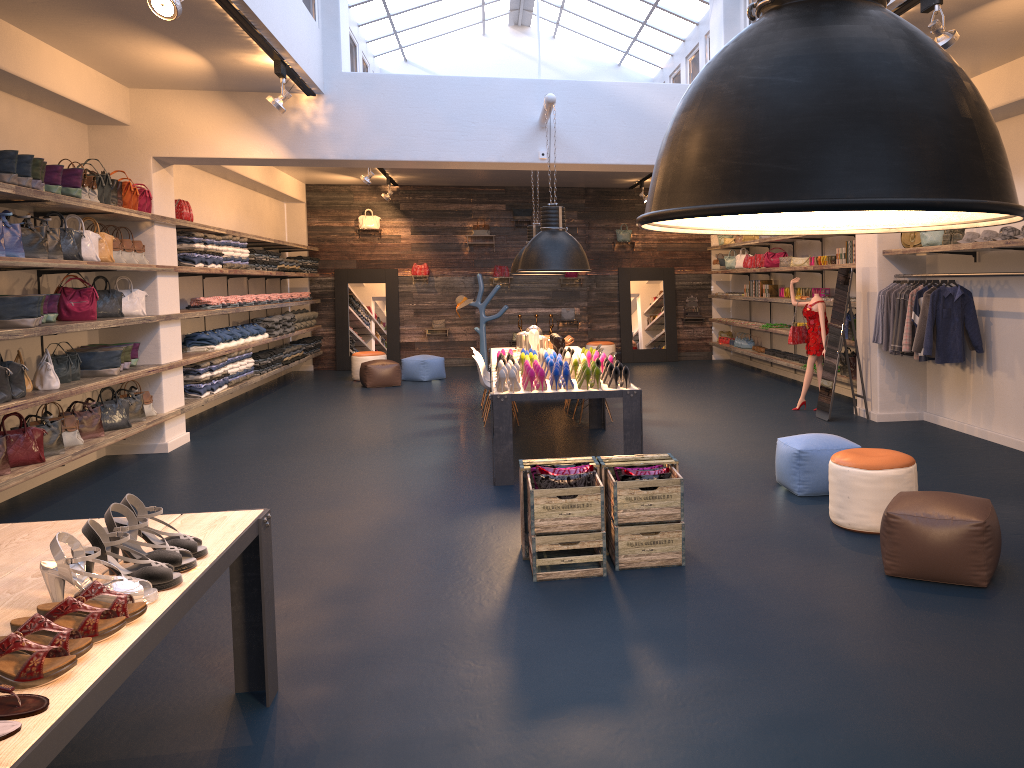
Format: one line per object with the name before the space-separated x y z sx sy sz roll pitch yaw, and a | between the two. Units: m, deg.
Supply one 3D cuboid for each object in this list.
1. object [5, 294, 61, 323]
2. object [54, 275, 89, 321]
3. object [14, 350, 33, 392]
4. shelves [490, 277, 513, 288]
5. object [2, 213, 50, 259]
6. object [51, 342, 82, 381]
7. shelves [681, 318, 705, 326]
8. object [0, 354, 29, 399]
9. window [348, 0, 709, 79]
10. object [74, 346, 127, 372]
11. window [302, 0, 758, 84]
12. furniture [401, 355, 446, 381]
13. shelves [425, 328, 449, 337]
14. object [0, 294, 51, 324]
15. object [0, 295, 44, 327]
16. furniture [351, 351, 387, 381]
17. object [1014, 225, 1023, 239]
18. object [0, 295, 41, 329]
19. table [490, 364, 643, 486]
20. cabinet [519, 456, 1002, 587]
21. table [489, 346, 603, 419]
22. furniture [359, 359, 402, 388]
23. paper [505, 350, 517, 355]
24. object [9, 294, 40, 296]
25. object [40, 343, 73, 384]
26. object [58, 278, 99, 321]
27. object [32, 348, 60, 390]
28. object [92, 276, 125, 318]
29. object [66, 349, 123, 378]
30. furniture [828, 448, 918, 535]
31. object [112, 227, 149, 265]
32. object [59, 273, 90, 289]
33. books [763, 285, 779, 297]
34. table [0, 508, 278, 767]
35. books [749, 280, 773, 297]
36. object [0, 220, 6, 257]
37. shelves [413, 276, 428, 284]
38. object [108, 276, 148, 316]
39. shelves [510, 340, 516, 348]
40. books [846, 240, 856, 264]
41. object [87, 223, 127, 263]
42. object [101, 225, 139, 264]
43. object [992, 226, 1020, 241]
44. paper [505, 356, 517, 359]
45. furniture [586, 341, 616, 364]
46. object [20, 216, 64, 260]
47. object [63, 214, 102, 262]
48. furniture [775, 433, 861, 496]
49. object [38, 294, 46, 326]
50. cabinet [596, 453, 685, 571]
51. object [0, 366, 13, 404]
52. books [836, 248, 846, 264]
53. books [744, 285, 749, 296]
object | -3.775 -0.585 6.790 0.446 0.235 0.166 -3 5 -25
object | -3.674 -0.722 7.271 0.218 0.383 0.263 0 4 17
object | -3.644 -0.096 6.395 0.168 0.308 0.313 -4 6 -37
shelves | -0.207 -1.990 16.985 0.464 0.210 0.239 -2 5 -9
object | -3.510 -1.056 6.207 0.409 0.337 0.199 -5 6 -40
object | -3.615 -0.178 7.031 0.100 0.328 0.256 2 5 41
shelves | 3.707 -1.274 17.772 0.464 0.157 0.239 -2 6 -9
object | -3.557 -0.086 5.952 0.445 0.384 0.184 -2 4 -15
window | 0.382 -4.287 4.708 4.411 0.834 18.457 -1 7 -2
object | -3.655 -0.209 7.703 0.450 0.235 0.165 -4 5 -32
window | 0.324 -3.753 8.243 4.574 0.649 11.130 -1 7 -3
furniture | -1.508 -0.286 14.769 0.601 0.421 0.699 3 7 33
shelves | -1.446 -1.000 16.796 0.464 0.143 0.239 -2 6 -9
object | -3.750 -0.562 6.591 0.450 0.235 0.165 -4 5 -31
object | -3.547 -0.512 6.122 0.451 0.231 0.164 -5 6 -33
furniture | -2.431 -0.310 14.800 0.590 0.478 0.573 -1 5 -3
object | 4.484 -1.320 7.533 0.237 0.135 0.177 1 5 13
object | -3.484 -0.495 5.974 0.446 0.231 0.167 -3 5 -25
table | 0.429 0.289 8.320 1.262 0.737 2.496 -1 6 -3
cabinet | 1.367 0.766 4.994 2.764 0.546 0.757 0 5 5
table | 0.358 -0.002 10.821 1.262 0.737 2.496 -1 6 -3
furniture | -2.110 -0.184 13.941 0.690 0.421 0.610 -3 6 -22
paper | 0.036 -0.411 11.124 0.331 0.014 0.730 0 7 6
object | -3.735 -0.541 6.415 0.447 0.235 0.166 -4 5 -27
object | -3.607 -0.159 6.871 0.100 0.328 0.256 2 5 41
object | -3.587 -0.698 7.164 0.208 0.360 0.260 0 4 20
object | -3.530 -0.116 6.563 0.168 0.308 0.313 -4 6 -37
object | -3.708 -0.786 7.846 0.180 0.384 0.456 1 5 30
object | -3.539 -0.174 7.370 0.446 0.231 0.166 -4 5 -26
furniture | 2.407 0.696 5.792 0.590 0.478 0.573 -1 5 -3
object | -3.644 -1.298 8.173 0.165 0.365 0.414 2 6 36
object | -3.724 -0.749 7.403 0.319 0.409 0.125 -4 4 -36
books | 4.385 -1.579 14.732 0.186 0.212 0.324 -1 6 -4
table | -1.543 1.027 2.140 1.262 0.737 2.496 -1 6 -3
books | 4.359 -1.675 15.211 0.244 0.287 0.627 -1 6 -4
object | -3.527 -0.982 5.710 0.177 0.304 0.398 1 5 26
shelves | -1.753 -2.004 16.689 0.312 0.157 0.240 -1 6 -7
object | -3.645 -0.824 8.165 0.178 0.384 0.461 2 6 39
shelves | 0.184 -0.778 17.116 0.464 0.157 0.239 -2 6 -9
books | 4.389 -1.646 10.801 0.244 0.287 0.627 -1 6 -4
object | -3.629 -1.237 7.650 0.165 0.365 0.414 2 6 36
object | -3.637 -1.269 7.924 0.165 0.365 0.414 2 6 36
object | 4.475 -1.357 7.853 0.237 0.135 0.177 1 5 13
paper | 0.142 -0.328 10.407 0.309 0.014 0.782 4 8 35
furniture | 1.713 -0.577 16.767 0.590 0.478 0.573 -1 5 -3
object | -3.512 -1.085 6.452 0.200 0.337 0.406 2 6 36
object | -3.546 -1.182 7.037 0.179 0.384 0.458 1 5 33
furniture | 2.404 0.606 6.812 0.667 0.421 0.633 -1 6 -7
object | -3.616 -0.527 6.284 0.450 0.235 0.165 -4 5 -31
cabinet | 0.779 0.748 5.188 0.482 0.546 0.546 -1 5 -6
object | -3.530 -0.061 5.736 0.436 0.384 0.188 -2 4 -8
books | 4.345 -1.659 11.262 0.184 0.209 0.313 -1 6 -3
books | 4.315 -1.689 15.673 0.184 0.209 0.313 -1 6 -3
